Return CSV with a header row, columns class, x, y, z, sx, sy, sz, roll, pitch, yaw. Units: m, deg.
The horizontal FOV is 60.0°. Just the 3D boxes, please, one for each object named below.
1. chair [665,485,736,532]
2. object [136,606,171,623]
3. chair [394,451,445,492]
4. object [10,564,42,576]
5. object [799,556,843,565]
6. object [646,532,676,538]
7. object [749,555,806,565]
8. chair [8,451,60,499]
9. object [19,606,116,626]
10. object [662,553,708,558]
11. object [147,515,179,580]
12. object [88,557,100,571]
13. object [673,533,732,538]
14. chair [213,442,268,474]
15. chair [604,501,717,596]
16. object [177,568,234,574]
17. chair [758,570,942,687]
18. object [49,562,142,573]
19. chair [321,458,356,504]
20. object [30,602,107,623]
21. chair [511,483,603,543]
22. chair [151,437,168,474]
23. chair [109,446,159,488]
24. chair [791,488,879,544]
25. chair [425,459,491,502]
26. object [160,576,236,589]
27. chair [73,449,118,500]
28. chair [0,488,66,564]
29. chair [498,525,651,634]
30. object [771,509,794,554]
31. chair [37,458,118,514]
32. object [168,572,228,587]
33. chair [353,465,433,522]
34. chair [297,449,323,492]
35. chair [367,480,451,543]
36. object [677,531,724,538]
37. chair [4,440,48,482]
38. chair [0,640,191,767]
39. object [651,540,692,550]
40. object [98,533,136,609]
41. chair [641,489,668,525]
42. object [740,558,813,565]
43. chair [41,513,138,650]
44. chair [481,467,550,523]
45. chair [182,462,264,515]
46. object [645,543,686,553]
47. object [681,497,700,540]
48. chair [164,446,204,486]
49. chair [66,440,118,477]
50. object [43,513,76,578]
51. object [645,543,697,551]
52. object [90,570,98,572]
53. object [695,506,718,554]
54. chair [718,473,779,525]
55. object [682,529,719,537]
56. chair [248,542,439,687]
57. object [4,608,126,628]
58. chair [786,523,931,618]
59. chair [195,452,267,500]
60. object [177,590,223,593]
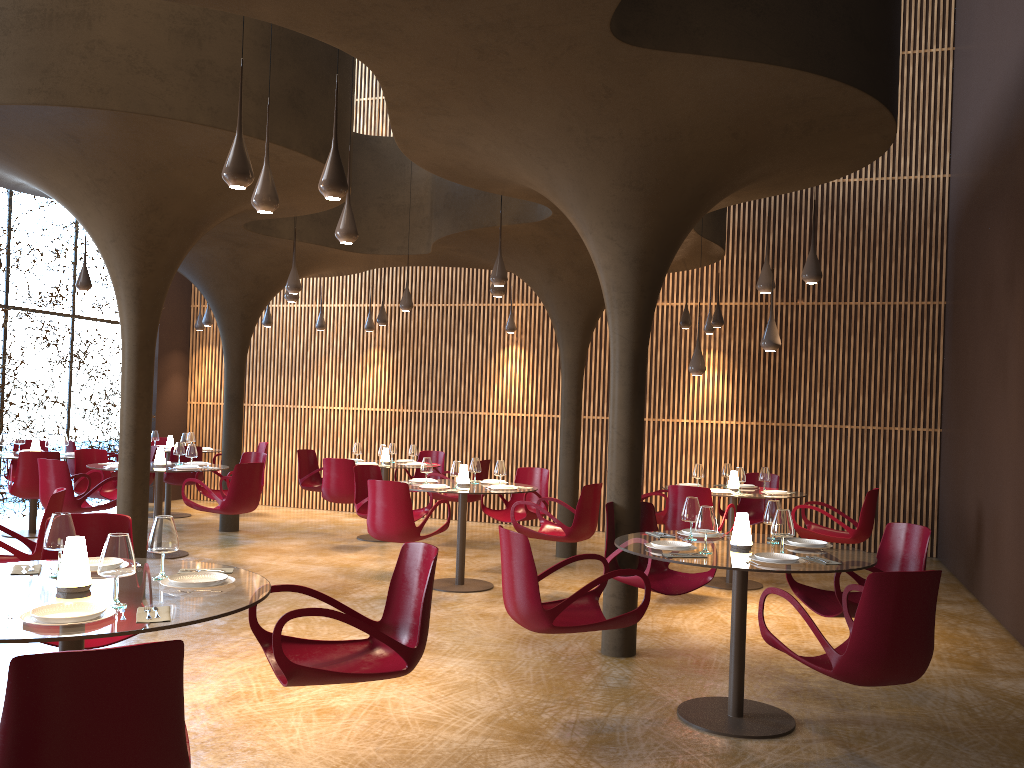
class,x,y,z,sx,sy,sz,roll,pitch,yaw
chair,2.011,1.393,9.569,0.625,0.636,0.873,2,-1,29
object,-1.410,0.907,3.487,0.126,0.017,0.262,3,-2,-22
chair,-1.448,1.418,14.417,0.625,0.636,0.873,2,-1,18
object,-2.348,0.898,4.287,0.126,0.017,0.262,3,-2,-26
object,1.893,1.084,5.440,0.126,0.017,0.262,3,-2,-18
object,1.063,1.083,6.352,0.126,0.017,0.262,2,-2,-14
object,1.601,1.064,5.361,0.332,0.014,0.332,2,-2,1
chair,-6.136,1.161,11.450,0.625,0.636,0.872,3,-1,-32
object,-1.697,0.887,3.393,0.331,0.014,0.332,0,-2,43
object,1.057,1.054,5.433,0.262,0.017,0.126,2,-2,-9
object,-1.657,0.776,4.208,0.142,0.295,0.142,2,-1,-40
object,-2.067,0.895,4.402,0.263,0.029,0.263,3,-2,-35
object,1.364,1.089,6.411,0.411,0.012,0.204,3,-2,-18
chair,-4.733,1.336,15.558,0.873,0.636,0.625,3,-1,-32
chair,1.104,1.281,6.969,0.625,0.636,0.872,2,-1,-24
object,-1.520,0.931,4.400,0.262,0.017,0.126,3,-2,-16
chair,1.827,1.238,4.728,0.625,0.636,0.872,2,-1,-19
object,-2.064,0.906,4.405,0.411,0.012,0.204,3,-2,-30
chair,-2.248,1.322,12.202,0.625,0.636,0.873,2,-1,13
object,-1.696,0.877,3.393,0.263,0.029,0.263,1,-2,40
chair,0.511,1.332,9.317,0.872,0.636,0.625,1,-1,28
chair,-6.342,1.289,15.873,0.625,0.636,0.872,3,-1,-27
chair,-5.679,1.227,13.076,0.873,0.636,0.625,3,-1,-32
chair,3.650,1.463,9.971,0.872,0.636,0.625,1,-1,29
chair,-0.755,1.396,12.878,0.872,0.636,0.625,2,-1,18
object,-1.453,0.917,4.105,0.331,0.014,0.332,1,-2,23
chair,-5.364,1.195,11.687,0.872,0.636,0.625,1,-1,33
chair,-3.785,1.094,6.534,0.873,0.636,0.625,3,-1,-24
chair,0.336,1.210,5.520,0.873,0.636,0.625,2,-1,-19
object,1.701,0.937,5.575,0.142,0.295,0.142,2,0,3
chair,-4.985,1.163,10.177,0.625,0.636,0.873,2,-1,23
object,-1.453,0.908,4.105,0.263,0.029,0.263,2,-2,16
chair,-1.456,1.296,10.421,0.872,0.636,0.625,1,-1,33
chair,-2.883,1.343,13.623,0.872,0.636,0.625,2,-1,23
chair,-1.077,1.263,8.911,0.625,0.636,0.873,2,-1,23
object,1.360,1.088,6.409,0.332,0.014,0.332,2,-2,2
chair,-7.288,1.179,13.391,0.625,0.636,0.872,3,-1,-27
chair,-1.385,1.067,2.868,0.625,0.636,0.872,3,-1,-32
object,1.029,1.046,5.734,0.263,0.029,0.263,3,-2,-25
object,-1.609,0.760,3.612,0.142,0.295,0.142,2,-1,45
chair,1.619,1.428,11.162,0.872,0.636,0.625,1,-1,24
object,1.597,1.065,5.359,0.411,0.012,0.204,3,-2,-23
chair,-2.385,1.097,5.000,0.625,0.636,0.872,3,-1,-27
chair,0.095,1.367,10.953,0.625,0.636,0.873,2,-1,28
chair,-3.397,1.232,10.583,0.872,0.636,0.625,1,-1,28
object,1.027,1.057,5.738,0.204,0.012,0.411,2,-2,-13
object,1.255,0.941,6.204,0.142,0.295,0.142,2,-1,-38
chair,-5.190,1.270,13.933,0.625,0.636,0.872,3,-1,-32
chair,-6.769,1.228,14.376,0.873,0.636,0.625,3,-1,-37
object,-2.130,0.759,4.179,0.142,0.295,0.142,2,-1,-16
object,1.029,1.055,5.734,0.332,0.014,0.332,2,-2,4
object,-2.068,0.905,4.402,0.331,0.014,0.332,1,-2,26
object,1.228,0.921,5.606,0.142,0.295,0.142,2,-1,24
chair,3.131,1.492,11.527,0.625,0.636,0.873,1,-1,34
object,1.361,1.078,6.409,0.263,0.029,0.263,4,-2,-43
chair,-0.806,1.135,4.402,0.873,0.636,0.625,3,-1,-27
object,-1.701,0.888,3.391,0.411,0.012,0.204,3,-2,-26
chair,2.475,1.307,6.234,0.873,0.636,0.625,2,-1,-14
chair,-3.813,1.267,12.219,0.625,0.636,0.873,2,-1,28
object,-1.451,0.919,4.100,0.204,0.012,0.411,3,-2,-20
